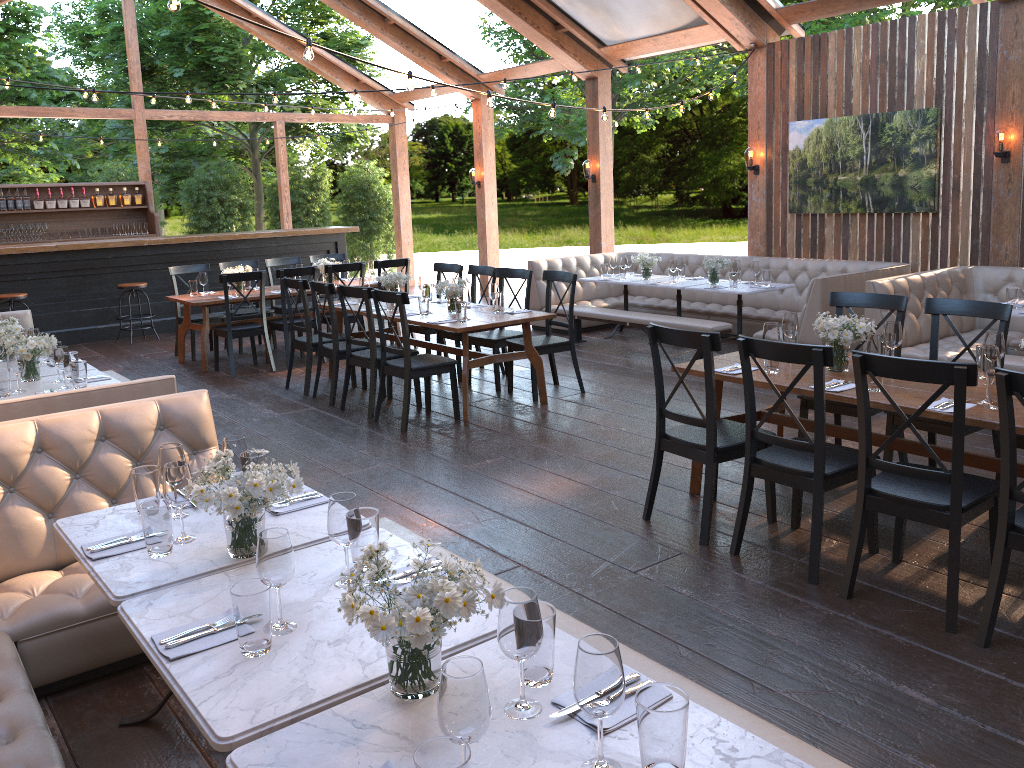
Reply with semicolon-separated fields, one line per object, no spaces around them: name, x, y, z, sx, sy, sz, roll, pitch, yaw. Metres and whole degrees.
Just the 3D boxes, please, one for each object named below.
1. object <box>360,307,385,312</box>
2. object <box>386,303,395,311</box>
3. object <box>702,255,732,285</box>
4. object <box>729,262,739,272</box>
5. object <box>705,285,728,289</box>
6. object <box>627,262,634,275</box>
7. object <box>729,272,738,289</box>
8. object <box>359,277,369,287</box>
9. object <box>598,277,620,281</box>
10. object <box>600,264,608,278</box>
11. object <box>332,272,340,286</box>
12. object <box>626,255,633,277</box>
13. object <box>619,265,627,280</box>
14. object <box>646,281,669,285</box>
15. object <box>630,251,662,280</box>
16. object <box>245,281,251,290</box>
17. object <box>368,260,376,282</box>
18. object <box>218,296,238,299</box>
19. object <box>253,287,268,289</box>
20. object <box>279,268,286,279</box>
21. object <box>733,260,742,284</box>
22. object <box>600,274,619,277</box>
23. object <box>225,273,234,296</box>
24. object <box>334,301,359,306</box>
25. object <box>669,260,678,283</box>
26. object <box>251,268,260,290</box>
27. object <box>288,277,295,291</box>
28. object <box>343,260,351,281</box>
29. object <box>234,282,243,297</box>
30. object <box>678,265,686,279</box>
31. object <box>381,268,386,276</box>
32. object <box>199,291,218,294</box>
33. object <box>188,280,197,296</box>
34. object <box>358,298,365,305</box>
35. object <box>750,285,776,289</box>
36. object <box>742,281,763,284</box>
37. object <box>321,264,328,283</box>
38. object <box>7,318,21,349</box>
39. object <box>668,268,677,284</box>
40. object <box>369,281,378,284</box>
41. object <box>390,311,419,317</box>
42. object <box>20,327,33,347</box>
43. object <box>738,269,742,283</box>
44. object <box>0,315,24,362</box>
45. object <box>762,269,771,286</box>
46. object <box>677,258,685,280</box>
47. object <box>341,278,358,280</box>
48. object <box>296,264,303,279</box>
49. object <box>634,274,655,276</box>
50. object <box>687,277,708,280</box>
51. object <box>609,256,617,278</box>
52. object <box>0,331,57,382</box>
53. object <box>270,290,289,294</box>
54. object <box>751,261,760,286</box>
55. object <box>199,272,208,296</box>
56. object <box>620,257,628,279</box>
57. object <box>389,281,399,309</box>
object;-1.200;-0.659;7.737;0.256;0.019;0.158;-11;15;-36
object;-1.046;-0.711;7.627;0.092;0.156;0.092;-4;10;-11
object;2.112;-1.198;9.223;0.329;0.306;0.339;-5;11;-15
object;2.225;-1.095;8.878;0.092;0.242;0.093;-1;9;11
object;2.064;-0.976;8.887;0.256;0.019;0.158;-11;15;-36
object;1.403;-1.367;10.485;0.092;0.156;0.092;5;12;39
object;2.197;-1.029;8.781;0.092;0.156;0.092;5;12;39
object;-1.370;-0.871;8.221;0.092;0.242;0.093;-1;9;5
object;1.121;-1.204;10.110;0.256;0.019;0.158;-11;15;-36
object;1.079;-1.325;10.349;0.092;0.156;0.092;5;12;39
object;-1.975;-1.182;9.967;0.092;0.156;0.092;-4;10;-11
object;1.371;-1.385;10.375;0.092;0.242;0.093;-1;9;5
object;1.254;-1.257;10.004;0.092;0.156;0.092;5;12;39
object;1.577;-1.094;9.518;0.256;0.019;0.158;-11;15;-36
object;1.517;-1.334;9.962;0.336;0.306;0.332;3;12;27
object;-2.971;-1.130;9.908;0.092;0.156;0.092;-4;10;-11
object;-1.634;-1.320;10.342;0.092;0.242;0.093;-1;9;5
object;-2.956;-0.903;9.181;0.158;0.019;0.256;-11;15;-36
object;-2.875;-1.097;10.061;0.158;0.019;0.256;-11;15;-36
object;-2.501;-1.141;9.673;0.092;0.242;0.093;-1;9;5
object;2.322;-1.154;9.135;0.092;0.242;0.093;-1;9;11
object;1.178;-1.290;10.493;0.158;0.019;0.256;-11;15;-36
object;-2.974;-1.048;9.327;0.092;0.242;0.093;-1;9;5
object;-1.532;-0.752;8.225;0.256;0.019;0.158;-11;15;-36
object;1.738;-1.212;9.509;0.092;0.242;0.093;-1;9;5
object;-2.859;-1.172;9.881;0.092;0.242;0.093;-1;9;5
object;-2.401;-1.094;9.637;0.092;0.156;0.092;-4;10;-11
object;-1.963;-1.353;10.554;0.092;0.242;0.093;-1;9;5
object;-2.865;-0.999;9.282;0.092;0.156;0.092;-4;10;-11
object;1.890;-1.250;9.859;0.092;0.156;0.092;5;12;39
object;-1.505;-1.274;10.310;0.092;0.156;0.092;-4;10;-11
object;-3.327;-1.004;9.714;0.158;0.019;0.256;-11;15;-36
object;-3.441;-1.035;9.554;0.092;0.156;0.092;-4;10;-11
object;-1.376;-0.805;8.120;0.092;0.156;0.092;-4;10;-11
object;2.472;-0.971;8.789;0.158;0.019;0.256;-11;15;-36
object;2.492;-1.052;9.159;0.256;0.019;0.158;-11;15;-36
object;-2.102;-1.226;9.991;0.092;0.242;0.093;-1;9;5
object;-3.689;-0.363;6.563;0.092;0.242;0.093;-1;9;5
object;1.710;-1.147;9.412;0.092;0.156;0.092;5;12;39
object;-1.623;-1.174;10.195;0.158;0.019;0.256;-11;15;-36
object;-0.867;-0.584;7.331;0.256;0.019;0.158;-11;15;-36
object;-3.657;-0.345;6.673;0.092;0.156;0.092;5;12;39
object;2.354;-1.136;9.245;0.092;0.156;0.092;5;12;39
object;-3.539;-0.313;6.153;0.336;0.306;0.332;3;12;27
object;2.566;-1.072;8.913;0.092;0.156;0.092;5;12;39
object;1.858;-1.269;9.749;0.092;0.242;0.093;-1;9;5
object;-1.974;-1.278;10.736;0.158;0.019;0.256;-11;15;-36
object;-2.442;-1.257;10.195;0.092;0.242;0.093;-1;9;5
object;1.541;-1.283;10.399;0.256;0.019;0.158;-11;15;-36
object;2.028;-1.167;9.773;0.256;0.019;0.158;-11;15;-36
object;1.182;-1.365;10.313;0.092;0.242;0.093;-1;9;5
object;-2.943;-0.177;5.414;0.329;0.306;0.339;-5;11;-15
object;-2.503;-0.995;9.524;0.158;0.019;0.256;-11;15;-36
object;2.459;-1.116;8.937;0.092;0.242;0.093;-1;9;11
object;-3.321;-1.077;9.524;0.092;0.242;0.093;-1;9;5
object;1.282;-1.323;10.101;0.092;0.242;0.093;-1;9;5
object;-1.028;-0.779;7.736;0.092;0.242;0.093;-1;9;5
